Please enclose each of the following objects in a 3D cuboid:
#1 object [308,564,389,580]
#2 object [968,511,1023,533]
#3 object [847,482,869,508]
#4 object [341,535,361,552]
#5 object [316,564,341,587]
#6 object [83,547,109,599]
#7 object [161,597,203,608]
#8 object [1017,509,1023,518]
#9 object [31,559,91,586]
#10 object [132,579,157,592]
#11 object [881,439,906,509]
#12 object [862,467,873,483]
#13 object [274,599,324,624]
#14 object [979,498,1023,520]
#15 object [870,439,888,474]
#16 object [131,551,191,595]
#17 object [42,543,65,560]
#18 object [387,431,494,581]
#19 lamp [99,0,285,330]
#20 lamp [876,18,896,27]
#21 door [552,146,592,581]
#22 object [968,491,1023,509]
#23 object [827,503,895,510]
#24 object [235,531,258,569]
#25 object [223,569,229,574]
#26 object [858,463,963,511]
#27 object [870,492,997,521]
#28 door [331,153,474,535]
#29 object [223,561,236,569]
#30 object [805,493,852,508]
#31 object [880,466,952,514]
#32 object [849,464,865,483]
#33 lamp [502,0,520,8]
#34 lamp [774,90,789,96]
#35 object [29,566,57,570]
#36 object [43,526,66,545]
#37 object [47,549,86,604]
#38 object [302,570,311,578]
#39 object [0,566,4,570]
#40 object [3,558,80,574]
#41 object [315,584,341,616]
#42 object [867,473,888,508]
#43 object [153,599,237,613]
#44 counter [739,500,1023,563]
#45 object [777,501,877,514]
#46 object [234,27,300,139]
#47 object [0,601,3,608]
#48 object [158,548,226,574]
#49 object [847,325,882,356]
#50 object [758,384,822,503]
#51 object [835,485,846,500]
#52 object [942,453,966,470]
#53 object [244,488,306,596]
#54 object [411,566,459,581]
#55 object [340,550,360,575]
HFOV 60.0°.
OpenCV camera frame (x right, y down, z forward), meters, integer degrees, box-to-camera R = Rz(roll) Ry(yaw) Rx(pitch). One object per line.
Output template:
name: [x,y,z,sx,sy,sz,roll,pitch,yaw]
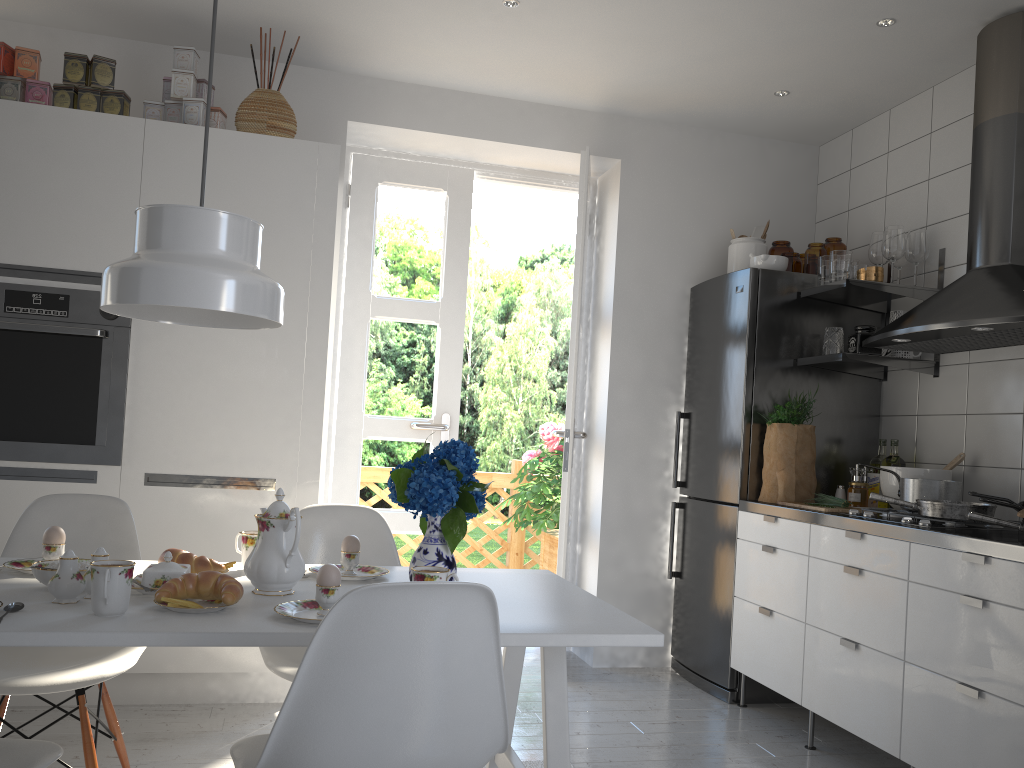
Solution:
object: [-0.408,0.474,2.220,0.201,0.016,0.201,4,-4,-9]
object: [1.536,0.412,2.546,0.232,0.060,0.351,6,-4,-35]
object: [1.375,0.442,3.521,0.078,0.101,0.078,1,-3,43]
object: [-0.404,0.410,2.221,0.048,0.063,0.048,4,-2,-10]
object: [-0.357,0.381,1.725,0.048,0.063,0.048,4,-2,-10]
object: [-0.829,0.378,1.779,0.065,0.102,0.069,4,-2,-14]
object: [-0.625,0.419,1.702,0.070,0.036,0.109,4,-3,-6]
object: [1.462,0.350,2.500,0.064,0.044,0.335,1,-4,43]
object: [-0.924,0.400,1.864,0.158,0.058,0.158,5,-4,-24]
object: [-0.775,0.414,1.835,0.022,0.001,0.180,6,-5,-40]
object: [1.530,0.363,3.556,0.082,0.281,0.089,4,-2,-14]
object: [1.445,0.418,3.632,0.059,0.172,0.059,2,-2,35]
object: [-0.360,0.445,1.722,0.201,0.016,0.201,4,-4,-9]
object: [1.522,0.374,2.522,0.347,0.082,0.244,2,-4,27]
object: [1.515,0.367,3.636,0.066,0.282,0.066,4,-2,-19]
object: [-0.739,0.400,1.898,0.140,0.083,0.187,4,-3,-14]
object: [-1.065,0.398,2.055,0.048,0.057,0.048,2,-3,27]
object: [-0.172,0.296,2.036,0.236,0.376,0.266,4,-2,-12]
lamp: [-0.651,-0.803,1.939,0.373,1.322,0.374,3,-2,18]
lamp: [1.318,-1.284,3.122,0.064,0.030,0.064,5,-3,-21]
door: [0.283,0.141,4.135,0.156,2.324,0.603,3,-2,6]
object: [1.526,0.360,2.509,0.356,0.080,0.246,4,-3,-6]
object: [1.429,0.497,3.576,0.272,0.008,0.180,4,-4,-14]
object: [-0.650,0.420,2.223,0.091,0.095,0.078,4,-2,-16]
object: [-0.749,0.445,2.088,0.158,0.016,0.158,7,-5,-44]
object: [1.410,0.369,3.159,0.347,0.153,0.200,2,-3,26]
object: [1.371,0.394,2.858,0.232,0.060,0.351,6,-4,-35]
door: [-0.547,0.097,4.220,0.602,2.324,0.156,4,-1,-14]
object: [-0.722,0.439,2.109,0.070,0.036,0.109,1,-4,34]
object: [1.181,0.443,3.354,0.142,0.053,0.276,3,-4,2]
object: [1.523,0.405,3.352,0.247,0.175,0.247,2,-3,27]
object: [1.395,0.412,3.590,0.059,0.172,0.059,2,-2,35]
lamp: [-0.003,-1.360,3.143,0.064,0.030,0.064,5,-3,-21]
lamp: [1.152,-1.252,3.784,0.064,0.030,0.064,5,-3,-21]
object: [-0.916,0.379,1.806,0.031,0.032,0.138,2,-4,31]
object: [-1.062,0.361,2.056,0.048,0.063,0.048,4,-2,-10]
object: [-0.863,0.372,1.721,0.065,0.102,0.069,4,-2,-14]
object: [-0.513,0.468,2.196,0.032,0.011,0.140,4,-4,-10]
object: [-1.177,0.419,2.030,0.032,0.011,0.140,4,-4,-17]
object: [-1.066,0.424,2.055,0.200,0.016,0.201,1,-4,31]
object: [-0.359,0.419,1.724,0.048,0.057,0.048,2,-3,27]
object: [1.471,0.431,3.568,0.044,0.141,0.077,4,-2,-14]
object: [-0.618,0.431,1.735,0.158,0.016,0.158,4,-4,-4]
counter: [1.641,0.445,2.152,0.651,0.045,3.242,4,-4,-14]
object: [1.183,0.466,3.349,0.220,0.012,0.330,4,-4,-14]
object: [-0.919,-1.109,3.342,0.229,0.452,0.091,4,-2,-13]
object: [-1.005,0.396,1.550,0.201,0.016,0.201,3,-4,1]
object: [-0.764,0.415,2.083,0.161,0.057,0.124,0,-4,41]
object: [1.395,-0.169,3.504,0.100,0.122,0.100,4,-2,-4]
object: [1.141,0.242,3.619,0.283,0.509,0.173,4,-2,-27]
object: [1.340,0.455,3.615,0.046,0.084,0.046,5,-2,-36]
object: [1.565,0.366,3.314,0.221,0.232,0.081,2,-2,37]
object: [-0.512,0.342,1.940,0.140,0.230,0.149,3,-2,4]
object: [-0.162,0.422,1.793,0.091,0.095,0.078,4,-2,-21]
object: [-0.406,0.447,2.220,0.048,0.057,0.048,2,-3,27]
